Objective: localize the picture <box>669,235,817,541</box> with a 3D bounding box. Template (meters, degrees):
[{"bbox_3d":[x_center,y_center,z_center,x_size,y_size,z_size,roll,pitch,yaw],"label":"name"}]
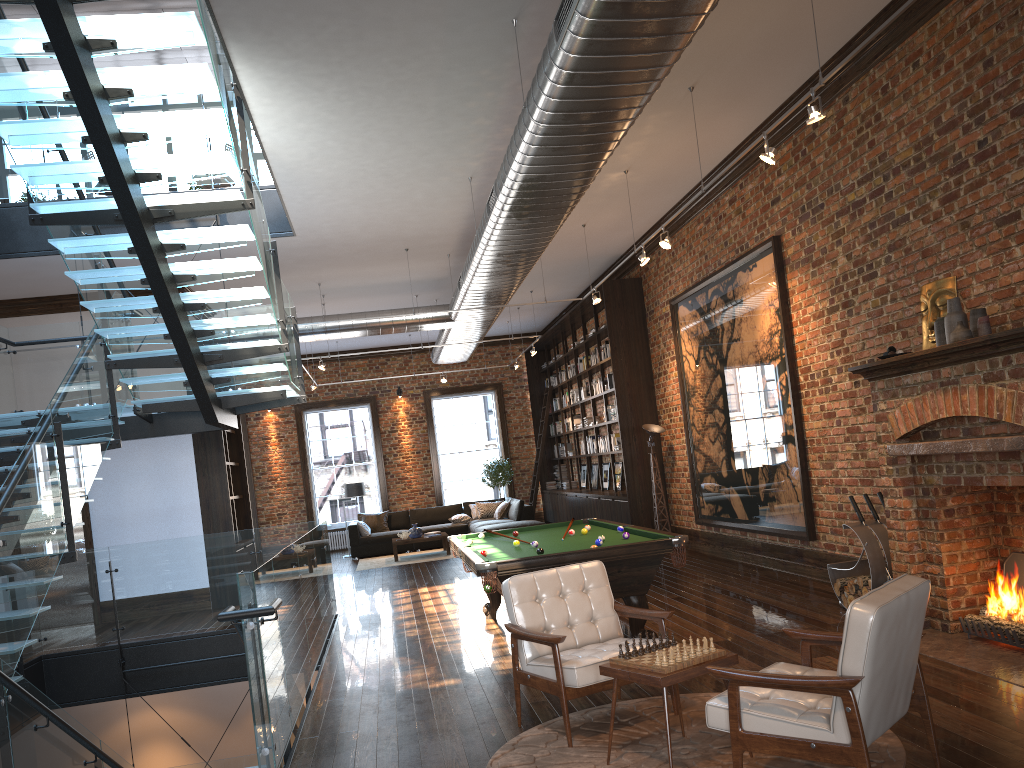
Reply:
[{"bbox_3d":[2.531,0.208,10.230,0.080,2.996,3.214,-7,-3,-9],"label":"picture"}]

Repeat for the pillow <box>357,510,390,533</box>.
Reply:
[{"bbox_3d":[-2.809,2.798,17.908,0.700,0.439,0.306,-6,-2,-8],"label":"pillow"}]

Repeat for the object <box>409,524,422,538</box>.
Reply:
[{"bbox_3d":[-1.759,2.675,16.144,0.216,0.250,0.214,-8,-2,24],"label":"object"}]

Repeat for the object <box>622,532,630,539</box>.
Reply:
[{"bbox_3d":[0.902,1.200,7.013,0.057,0.057,0.057,-7,-3,14],"label":"object"}]

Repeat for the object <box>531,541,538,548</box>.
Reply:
[{"bbox_3d":[0.185,1.301,7.190,0.057,0.057,0.057,-5,-3,-38],"label":"object"}]

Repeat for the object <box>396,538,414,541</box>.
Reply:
[{"bbox_3d":[-1.923,2.793,15.940,0.268,0.018,0.201,-8,-5,15],"label":"object"}]

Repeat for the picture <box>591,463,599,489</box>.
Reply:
[{"bbox_3d":[1.616,1.795,17.236,0.112,0.497,0.509,-7,-3,-9],"label":"picture"}]

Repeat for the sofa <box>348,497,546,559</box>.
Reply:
[{"bbox_3d":[-1.349,2.757,16.812,3.495,0.802,3.466,-6,-5,-8],"label":"sofa"}]

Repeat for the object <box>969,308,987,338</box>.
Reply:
[{"bbox_3d":[3.039,-0.372,5.763,0.120,0.242,0.120,-7,-1,11],"label":"object"}]

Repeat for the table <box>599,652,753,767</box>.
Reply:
[{"bbox_3d":[0.759,1.544,4.178,0.514,0.494,0.466,-5,-3,-33],"label":"table"}]

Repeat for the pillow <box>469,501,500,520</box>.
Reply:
[{"bbox_3d":[-0.527,2.600,18.200,0.702,0.337,0.271,-6,-2,-8],"label":"pillow"}]

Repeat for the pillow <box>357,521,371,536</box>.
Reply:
[{"bbox_3d":[-2.917,2.850,17.500,0.243,0.305,0.576,-6,-4,-8],"label":"pillow"}]

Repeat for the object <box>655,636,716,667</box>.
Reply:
[{"bbox_3d":[0.795,1.210,4.079,0.333,0.101,0.076,-4,-3,-33],"label":"object"}]

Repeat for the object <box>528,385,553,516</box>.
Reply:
[{"bbox_3d":[0.586,1.614,19.240,0.895,3.073,0.496,-7,0,-8],"label":"object"}]

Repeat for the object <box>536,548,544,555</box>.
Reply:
[{"bbox_3d":[0.210,1.243,6.572,0.057,0.057,0.057,-7,-3,-4],"label":"object"}]

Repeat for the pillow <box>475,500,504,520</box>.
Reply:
[{"bbox_3d":[-0.432,2.548,18.033,0.611,0.361,0.289,-6,-2,-4],"label":"pillow"}]

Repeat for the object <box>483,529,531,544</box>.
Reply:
[{"bbox_3d":[-0.055,1.415,8.250,0.028,0.072,1.615,-6,-5,-17],"label":"object"}]

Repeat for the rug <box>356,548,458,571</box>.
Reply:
[{"bbox_3d":[-1.776,3.145,16.075,2.018,0.003,2.124,-6,-5,-8],"label":"rug"}]

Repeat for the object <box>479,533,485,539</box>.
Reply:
[{"bbox_3d":[-0.298,1.492,8.703,0.057,0.057,0.057,-6,-3,-7],"label":"object"}]

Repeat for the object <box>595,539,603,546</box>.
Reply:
[{"bbox_3d":[0.660,1.204,6.731,0.057,0.057,0.057,-7,-3,-4],"label":"object"}]

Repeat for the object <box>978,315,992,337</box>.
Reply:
[{"bbox_3d":[3.003,-0.346,5.637,0.082,0.178,0.081,-7,-1,34],"label":"object"}]

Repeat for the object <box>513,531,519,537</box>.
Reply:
[{"bbox_3d":[0.034,1.433,8.477,0.057,0.057,0.057,-9,-3,40],"label":"object"}]

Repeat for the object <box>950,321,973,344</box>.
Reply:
[{"bbox_3d":[2.897,-0.322,5.721,0.137,0.169,0.135,-8,-3,34],"label":"object"}]

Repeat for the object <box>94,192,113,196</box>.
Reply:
[{"bbox_3d":[-4.918,-2.367,10.833,0.538,0.768,0.523,-5,-2,-38],"label":"object"}]

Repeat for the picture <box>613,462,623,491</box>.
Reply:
[{"bbox_3d":[1.858,1.616,15.538,0.112,0.497,0.509,-7,-3,-9],"label":"picture"}]

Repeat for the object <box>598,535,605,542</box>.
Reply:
[{"bbox_3d":[0.707,1.222,7.001,0.057,0.057,0.057,-8,-3,31],"label":"object"}]

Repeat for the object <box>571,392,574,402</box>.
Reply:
[{"bbox_3d":[1.201,0.282,17.544,0.075,0.254,0.088,-7,-1,-19],"label":"object"}]

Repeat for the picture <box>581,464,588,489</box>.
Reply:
[{"bbox_3d":[1.478,1.898,18.208,0.112,0.497,0.509,-7,-3,-9],"label":"picture"}]

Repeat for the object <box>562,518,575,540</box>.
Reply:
[{"bbox_3d":[0.530,1.353,8.334,0.028,0.072,1.609,-7,-5,7],"label":"object"}]

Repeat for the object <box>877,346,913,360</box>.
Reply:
[{"bbox_3d":[2.699,-0.218,6.254,0.237,0.105,0.237,-7,-4,2],"label":"object"}]

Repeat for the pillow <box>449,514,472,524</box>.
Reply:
[{"bbox_3d":[-1.053,2.734,17.911,0.408,0.203,0.613,-6,-5,-11],"label":"pillow"}]

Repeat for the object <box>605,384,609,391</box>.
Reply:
[{"bbox_3d":[1.657,0.071,15.117,0.095,0.136,0.237,-6,-4,-25],"label":"object"}]

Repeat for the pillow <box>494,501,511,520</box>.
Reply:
[{"bbox_3d":[-0.196,2.515,17.594,0.313,0.354,0.632,-6,-4,-9],"label":"pillow"}]

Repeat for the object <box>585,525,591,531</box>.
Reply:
[{"bbox_3d":[0.697,1.327,8.170,0.057,0.057,0.057,-9,-3,37],"label":"object"}]

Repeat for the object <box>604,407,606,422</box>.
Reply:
[{"bbox_3d":[1.592,0.508,15.081,0.069,0.288,0.118,-7,-1,-16],"label":"object"}]

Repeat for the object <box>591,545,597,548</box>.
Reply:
[{"bbox_3d":[0.586,1.176,6.321,0.057,0.057,0.057,-7,-3,10],"label":"object"}]

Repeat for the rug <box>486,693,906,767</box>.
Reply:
[{"bbox_3d":[0.842,1.784,4.305,1.967,0.015,1.979,-6,-5,-7],"label":"rug"}]

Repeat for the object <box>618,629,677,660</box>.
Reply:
[{"bbox_3d":[0.655,1.246,4.295,0.333,0.101,0.076,-4,-3,-33],"label":"object"}]

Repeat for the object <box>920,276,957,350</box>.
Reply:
[{"bbox_3d":[3.029,-0.465,6.350,0.124,0.535,0.410,-7,-2,-9],"label":"object"}]

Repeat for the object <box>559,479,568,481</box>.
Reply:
[{"bbox_3d":[1.156,2.187,20.160,0.192,0.015,0.249,-6,-5,-8],"label":"object"}]

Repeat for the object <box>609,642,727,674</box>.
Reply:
[{"bbox_3d":[0.732,1.289,4.187,0.387,0.028,0.391,-3,-6,-33],"label":"object"}]

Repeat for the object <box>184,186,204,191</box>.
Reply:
[{"bbox_3d":[-5.041,-2.537,14.936,0.816,1.862,0.797,-7,-1,35],"label":"object"}]

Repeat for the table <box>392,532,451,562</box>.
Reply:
[{"bbox_3d":[-1.670,2.971,16.222,0.999,0.345,1.005,-6,-5,-8],"label":"table"}]

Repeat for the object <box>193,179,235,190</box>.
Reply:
[{"bbox_3d":[-3.633,-2.503,11.013,0.540,0.768,0.520,-7,-2,2],"label":"object"}]

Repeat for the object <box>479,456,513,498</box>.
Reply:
[{"bbox_3d":[-0.288,2.548,19.902,0.812,1.862,0.801,-7,-1,0],"label":"object"}]

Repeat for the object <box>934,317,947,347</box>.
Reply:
[{"bbox_3d":[2.968,-0.338,6.084,0.118,0.249,0.117,-8,-1,39],"label":"object"}]

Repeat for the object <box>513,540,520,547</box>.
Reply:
[{"bbox_3d":[0.037,1.343,7.466,0.057,0.057,0.057,-8,-3,29],"label":"object"}]

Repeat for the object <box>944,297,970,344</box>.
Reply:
[{"bbox_3d":[2.977,-0.402,5.938,0.146,0.349,0.145,-7,-1,28],"label":"object"}]

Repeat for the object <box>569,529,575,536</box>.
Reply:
[{"bbox_3d":[0.531,1.321,7.878,0.057,0.057,0.057,-4,-4,-43],"label":"object"}]

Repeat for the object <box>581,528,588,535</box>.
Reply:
[{"bbox_3d":[0.640,1.304,7.835,0.057,0.057,0.057,-6,-3,-8],"label":"object"}]

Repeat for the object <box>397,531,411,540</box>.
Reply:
[{"bbox_3d":[-1.924,2.723,15.952,0.220,0.159,0.217,-9,-4,34],"label":"object"}]

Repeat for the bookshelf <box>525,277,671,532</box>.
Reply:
[{"bbox_3d":[1.334,0.825,16.726,0.599,3.990,7.442,-7,-4,-9],"label":"bookshelf"}]

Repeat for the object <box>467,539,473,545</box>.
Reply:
[{"bbox_3d":[-0.386,1.450,8.116,0.057,0.057,0.057,-6,-3,-10],"label":"object"}]

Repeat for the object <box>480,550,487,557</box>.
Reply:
[{"bbox_3d":[-0.220,1.324,6.909,0.057,0.057,0.057,-9,-3,38],"label":"object"}]

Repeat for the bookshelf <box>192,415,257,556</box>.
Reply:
[{"bbox_3d":[-4.223,1.396,13.004,0.400,3.512,1.788,-7,-1,-9],"label":"bookshelf"}]

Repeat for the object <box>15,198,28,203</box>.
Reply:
[{"bbox_3d":[-7.719,-2.252,14.581,0.805,1.862,0.809,-8,-1,40],"label":"object"}]

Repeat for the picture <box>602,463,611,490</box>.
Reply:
[{"bbox_3d":[1.735,1.707,16.401,0.112,0.497,0.509,-7,-3,-9],"label":"picture"}]
